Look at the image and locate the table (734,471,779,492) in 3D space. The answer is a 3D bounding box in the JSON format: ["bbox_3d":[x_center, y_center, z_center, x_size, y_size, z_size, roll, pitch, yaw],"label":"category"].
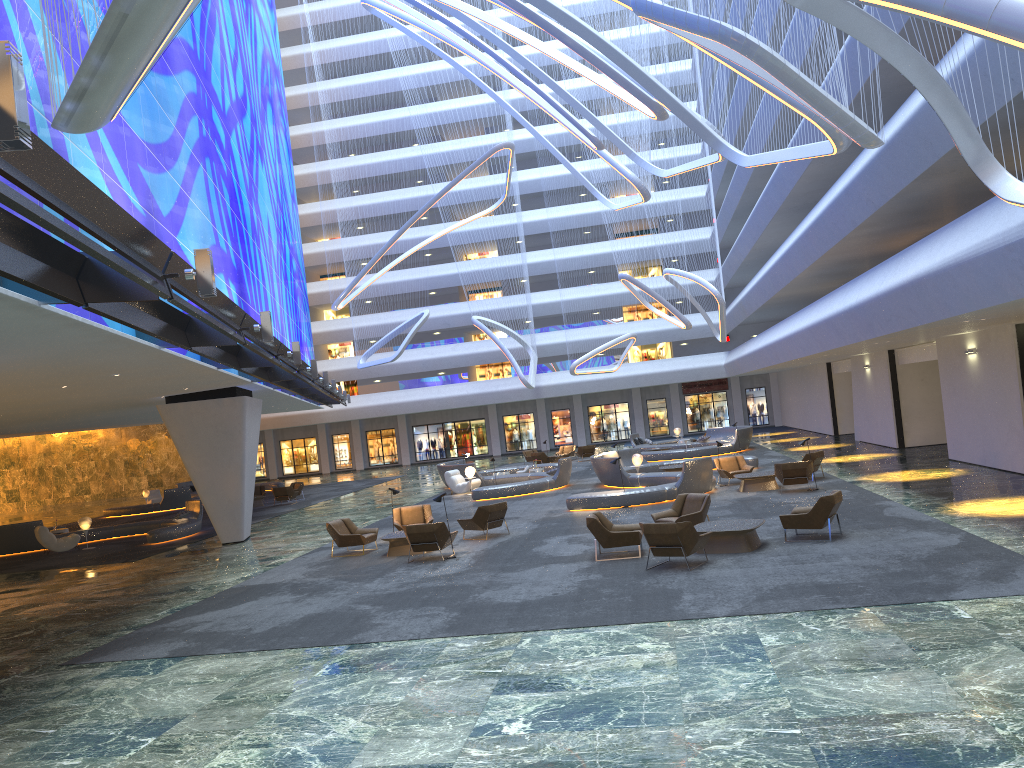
[{"bbox_3d":[6.455,2.562,23.249,1.203,0.392,1.203,-7,-2,8],"label":"table"}]

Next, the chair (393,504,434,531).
[{"bbox_3d":[-2.308,3.277,20.800,0.929,0.766,0.939,-6,-1,-8],"label":"chair"}]

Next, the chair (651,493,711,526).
[{"bbox_3d":[3.266,2.521,16.848,0.937,0.766,0.931,-6,-1,-30],"label":"chair"}]

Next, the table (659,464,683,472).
[{"bbox_3d":[5.402,2.867,28.805,1.203,0.392,1.203,-7,-2,9],"label":"table"}]

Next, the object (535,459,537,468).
[{"bbox_3d":[0.973,3.216,35.847,0.066,0.356,0.076,-6,0,-24],"label":"object"}]

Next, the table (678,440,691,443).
[{"bbox_3d":[8.589,3.026,44.091,0.671,0.406,0.673,-7,-1,5],"label":"table"}]

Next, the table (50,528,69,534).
[{"bbox_3d":[-15.960,5.340,31.404,0.671,0.406,0.674,-6,-1,-4],"label":"table"}]

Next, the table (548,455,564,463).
[{"bbox_3d":[1.835,3.755,43.283,1.205,0.392,1.201,-8,-2,44],"label":"table"}]

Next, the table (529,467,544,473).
[{"bbox_3d":[1.084,3.582,35.726,0.672,0.406,0.672,-6,-2,-29],"label":"table"}]

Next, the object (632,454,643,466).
[{"bbox_3d":[3.966,2.392,27.996,0.367,0.387,0.318,-7,-1,16],"label":"object"}]

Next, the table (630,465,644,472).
[{"bbox_3d":[3.975,2.884,27.974,0.418,0.595,0.427,-6,-1,8],"label":"table"}]

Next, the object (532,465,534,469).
[{"bbox_3d":[0.851,3.347,35.777,0.071,0.118,0.151,-7,-1,19],"label":"object"}]

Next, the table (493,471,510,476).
[{"bbox_3d":[-0.422,3.749,35.682,0.674,0.406,0.670,-7,-2,28],"label":"table"}]

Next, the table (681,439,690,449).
[{"bbox_3d":[8.000,2.866,40.748,0.418,0.595,0.427,-6,-1,5],"label":"table"}]

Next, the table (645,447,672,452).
[{"bbox_3d":[6.613,3.109,39.970,1.203,0.392,1.203,-7,-2,9],"label":"table"}]

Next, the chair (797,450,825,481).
[{"bbox_3d":[7.982,2.241,24.183,0.940,0.766,0.928,-7,-2,42],"label":"chair"}]

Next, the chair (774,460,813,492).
[{"bbox_3d":[6.965,2.277,21.862,0.930,0.766,0.938,-7,-1,15],"label":"chair"}]

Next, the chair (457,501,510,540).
[{"bbox_3d":[-0.603,3.054,19.842,0.940,0.766,0.928,-7,-2,42],"label":"chair"}]

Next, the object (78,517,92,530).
[{"bbox_3d":[-13.140,4.279,27.281,0.318,0.387,0.366,-7,-1,16],"label":"object"}]

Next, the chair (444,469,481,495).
[{"bbox_3d":[-1.772,3.544,32.197,1.159,0.882,0.728,-7,-1,28],"label":"chair"}]

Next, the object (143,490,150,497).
[{"bbox_3d":[-17.928,5.359,43.428,0.367,0.387,0.318,-7,-1,16],"label":"object"}]

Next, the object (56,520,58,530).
[{"bbox_3d":[-16.140,4.978,31.392,0.076,0.356,0.066,-6,0,1],"label":"object"}]

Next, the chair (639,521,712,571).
[{"bbox_3d":[2.572,2.501,13.981,0.931,0.766,0.937,-7,-1,36],"label":"chair"}]

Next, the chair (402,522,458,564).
[{"bbox_3d":[-1.621,3.089,17.521,0.930,0.766,0.938,-7,-1,15],"label":"chair"}]

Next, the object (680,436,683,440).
[{"bbox_3d":[8.471,2.708,44.170,0.131,0.252,0.103,-6,0,-8],"label":"object"}]

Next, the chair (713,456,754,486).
[{"bbox_3d":[6.278,2.464,25.142,0.929,0.766,0.939,-6,-1,-8],"label":"chair"}]

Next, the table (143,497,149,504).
[{"bbox_3d":[-17.919,5.852,43.405,0.418,0.595,0.427,-6,-1,8],"label":"table"}]

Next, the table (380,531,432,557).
[{"bbox_3d":[-2.130,3.374,18.908,1.203,0.392,1.203,-7,-2,9],"label":"table"}]

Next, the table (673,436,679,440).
[{"bbox_3d":[8.530,2.967,45.490,0.417,0.595,0.428,-6,-1,-37],"label":"table"}]

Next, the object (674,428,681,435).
[{"bbox_3d":[8.732,2.502,46.778,0.366,0.387,0.318,-6,-1,-9],"label":"object"}]

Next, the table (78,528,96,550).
[{"bbox_3d":[-13.062,4.763,27.236,0.428,0.595,0.418,-6,-1,8],"label":"table"}]

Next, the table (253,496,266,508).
[{"bbox_3d":[-10.984,4.983,37.239,1.201,0.392,1.205,-6,-2,-27],"label":"table"}]

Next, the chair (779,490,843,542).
[{"bbox_3d":[5.131,2.254,15.141,0.940,0.766,0.928,-7,-1,33],"label":"chair"}]

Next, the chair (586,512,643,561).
[{"bbox_3d":[1.822,2.637,15.525,0.939,0.766,0.929,-7,-1,11],"label":"chair"}]

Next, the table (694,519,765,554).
[{"bbox_3d":[3.676,2.596,15.075,1.205,0.392,1.201,-7,-2,27],"label":"table"}]

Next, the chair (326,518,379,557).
[{"bbox_3d":[-3.525,3.372,19.596,0.940,0.766,0.929,-7,-1,17],"label":"chair"}]

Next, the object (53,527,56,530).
[{"bbox_3d":[-16.121,5.090,31.239,0.151,0.118,0.071,-8,-1,44],"label":"object"}]

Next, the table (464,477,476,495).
[{"bbox_3d":[-1.453,3.603,31.311,0.417,0.595,0.428,-6,-1,-17],"label":"table"}]

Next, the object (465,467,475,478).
[{"bbox_3d":[-1.476,3.113,31.351,0.366,0.387,0.318,-6,-1,-9],"label":"object"}]
